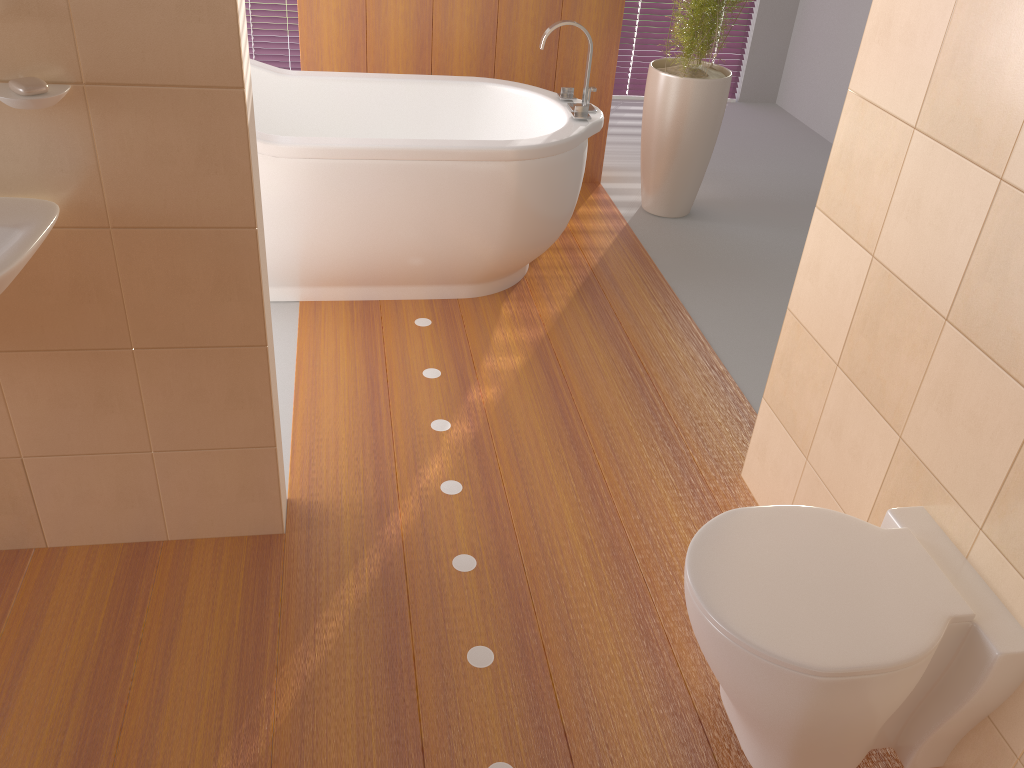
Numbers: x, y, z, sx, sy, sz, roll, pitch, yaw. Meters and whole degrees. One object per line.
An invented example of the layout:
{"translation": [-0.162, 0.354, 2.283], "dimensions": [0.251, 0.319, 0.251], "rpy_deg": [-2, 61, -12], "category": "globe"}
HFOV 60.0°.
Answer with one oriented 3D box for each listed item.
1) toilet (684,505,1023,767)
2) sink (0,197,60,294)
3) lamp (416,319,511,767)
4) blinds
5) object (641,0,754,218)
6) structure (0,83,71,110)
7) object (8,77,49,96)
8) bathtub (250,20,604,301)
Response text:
{"translation": [0.543, 0.491, 1.610], "dimensions": [0.534, 0.400, 0.375], "rpy_deg": [-2, 34, -10], "category": "toilet"}
{"translation": [-1.112, -0.140, 1.384], "dimensions": [0.683, 0.516, 0.539], "rpy_deg": [-2, 34, -10], "category": "sink"}
{"translation": [-1.605, 0.616, 1.632], "dimensions": [3.173, 0.001, 2.893], "rpy_deg": [-2, 34, -10], "category": "lamp"}
{"translation": [-0.780, -2.644, 4.830], "dimensions": [4.712, 2.022, 0.032], "rpy_deg": [-2, 34, -10], "category": "blinds"}
{"translation": [0.867, -1.438, 3.681], "dimensions": [0.683, 1.557, 1.335], "rpy_deg": [16, 35, 17], "category": "object"}
{"translation": [-0.809, -0.477, 1.489], "dimensions": [0.117, 0.029, 0.092], "rpy_deg": [-2, 34, -10], "category": "structure"}
{"translation": [-0.806, -0.496, 1.478], "dimensions": [0.050, 0.023, 0.075], "rpy_deg": [-26, 44, -38], "category": "object"}
{"translation": [-0.590, -0.871, 3.217], "dimensions": [1.874, 0.900, 0.888], "rpy_deg": [-2, 34, -10], "category": "bathtub"}
